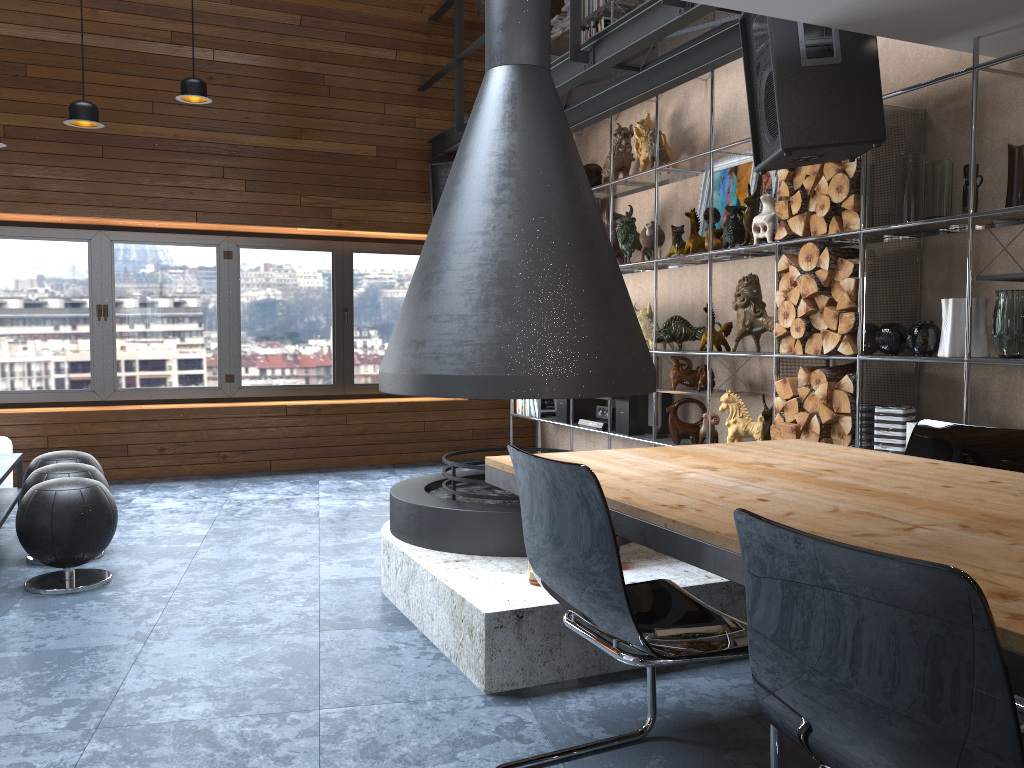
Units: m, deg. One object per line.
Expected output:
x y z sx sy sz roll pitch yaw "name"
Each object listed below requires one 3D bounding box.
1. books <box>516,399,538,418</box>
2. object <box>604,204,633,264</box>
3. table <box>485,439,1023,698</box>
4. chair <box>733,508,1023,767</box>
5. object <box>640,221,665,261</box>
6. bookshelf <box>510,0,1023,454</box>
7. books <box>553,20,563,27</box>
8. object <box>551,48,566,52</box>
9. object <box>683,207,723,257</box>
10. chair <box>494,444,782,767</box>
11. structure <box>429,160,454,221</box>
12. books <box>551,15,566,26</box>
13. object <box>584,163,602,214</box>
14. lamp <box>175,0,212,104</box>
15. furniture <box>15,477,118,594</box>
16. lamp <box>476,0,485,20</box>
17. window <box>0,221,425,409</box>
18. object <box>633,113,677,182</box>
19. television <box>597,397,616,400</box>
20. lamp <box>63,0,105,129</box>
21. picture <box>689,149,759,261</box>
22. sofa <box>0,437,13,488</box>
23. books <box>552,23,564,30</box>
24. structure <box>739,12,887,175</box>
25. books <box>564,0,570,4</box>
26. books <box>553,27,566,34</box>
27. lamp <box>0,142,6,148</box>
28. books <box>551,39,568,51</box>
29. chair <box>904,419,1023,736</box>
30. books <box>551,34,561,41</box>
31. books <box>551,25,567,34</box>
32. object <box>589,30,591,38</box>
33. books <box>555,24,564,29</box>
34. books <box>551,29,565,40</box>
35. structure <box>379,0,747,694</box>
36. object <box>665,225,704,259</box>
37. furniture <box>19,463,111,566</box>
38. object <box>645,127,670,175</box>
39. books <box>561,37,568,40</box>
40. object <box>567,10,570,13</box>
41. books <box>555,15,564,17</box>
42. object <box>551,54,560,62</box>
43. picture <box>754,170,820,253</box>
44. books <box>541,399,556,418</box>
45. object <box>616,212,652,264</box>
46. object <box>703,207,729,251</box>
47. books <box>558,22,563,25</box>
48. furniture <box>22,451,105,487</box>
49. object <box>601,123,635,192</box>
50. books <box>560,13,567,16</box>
0.186 0.162 7.478 0.139 0.208 0.461 -1 3 -24 "books"
0.673 -1.037 6.323 0.219 0.440 0.462 -1 3 -24 "object"
1.667 0.610 0.151 1.185 0.927 5.999 -1 3 -24 "table"
0.630 0.602 1.273 0.599 0.825 0.527 -1 3 -24 "chair"
0.906 -0.920 5.732 0.164 0.266 0.237 0 3 -7 "object"
2.324 -2.173 2.707 0.421 6.219 10.739 -1 3 -24 "bookshelf"
0.448 -2.798 6.920 0.206 0.013 0.161 -2 3 -29 "books"
0.293 -2.692 7.212 0.262 0.025 0.176 -1 3 -24 "object"
1.160 -0.908 5.333 0.290 0.290 0.097 -1 3 -25 "object"
0.282 0.560 2.065 0.599 0.825 0.527 -1 3 -24 "chair"
-0.360 -1.471 7.309 0.461 0.735 0.488 2 3 26 "structure"
0.437 -2.816 6.914 0.268 0.025 0.176 -1 3 -24 "books"
0.552 -1.264 6.779 0.305 0.840 0.237 -1 3 -21 "object"
-1.931 -2.509 5.348 0.210 1.565 0.210 1 3 14 "lamp"
-1.944 0.642 3.884 0.401 0.462 0.402 0 3 -9 "furniture"
-0.036 -2.513 6.669 0.475 1.002 0.475 0 3 0 "lamp"
-3.239 -0.538 7.013 5.936 1.522 0.101 -1 3 -24 "window"
0.958 -1.598 5.931 0.215 0.458 0.328 -1 3 -19 "object"
0.483 -0.237 6.352 0.115 0.638 1.075 -1 3 -23 "television"
-2.418 -2.423 4.966 0.210 1.911 0.210 1 3 14 "lamp"
1.295 -1.080 5.398 0.136 0.625 0.544 -1 3 -24 "picture"
-3.722 0.514 4.133 2.205 0.693 4.035 -1 3 -24 "sofa"
0.442 -2.776 6.926 0.206 0.012 0.161 -2 4 -34 "books"
1.238 -1.278 3.672 0.506 0.744 0.460 0 3 2 "structure"
0.521 -2.873 6.645 0.208 0.017 0.167 -1 3 -24 "books"
0.449 -2.727 6.908 0.234 0.016 0.182 -1 3 -19 "books"
-3.031 -2.383 5.055 0.210 2.002 0.210 1 3 14 "lamp"
0.427 -2.647 6.933 0.234 0.016 0.182 -1 3 -24 "books"
1.158 0.536 2.539 0.599 0.825 0.527 -1 3 -24 "chair"
0.439 -2.681 6.924 0.222 0.021 0.174 -1 3 -24 "books"
0.449 -2.743 6.906 0.234 0.016 0.182 -2 4 -34 "books"
0.608 -2.449 6.383 0.111 0.174 0.011 -1 3 -24 "object"
0.451 -2.761 6.922 0.213 0.017 0.167 -2 3 -29 "books"
0.436 -2.705 6.920 0.240 0.028 0.180 -2 4 -34 "books"
0.125 -1.960 3.546 1.197 5.700 1.689 -1 3 -24 "structure"
1.100 -0.877 5.495 0.272 0.207 0.137 -1 3 -20 "object"
-2.179 0.618 4.336 0.402 0.462 0.401 0 3 -4 "furniture"
0.937 -1.489 5.643 0.208 0.280 0.131 -3 4 -42 "object"
0.439 -2.662 6.920 0.234 0.016 0.182 -2 3 -29 "books"
0.547 -2.795 6.643 0.217 0.013 0.161 -1 3 -24 "object"
0.430 -2.836 6.921 0.231 0.012 0.159 -1 3 -19 "books"
0.279 -2.659 7.214 0.201 0.012 0.161 -1 3 -24 "object"
1.548 -1.173 4.885 0.090 0.863 0.530 -1 3 -24 "picture"
0.284 0.183 7.294 0.138 0.185 0.081 -1 3 -24 "books"
0.823 -0.975 5.948 0.255 0.356 0.167 0 3 -5 "object"
1.208 -0.893 5.170 0.227 0.270 0.123 -1 3 -24 "object"
0.450 -2.788 6.932 0.208 0.013 0.161 -1 3 -19 "books"
-2.422 0.593 4.802 0.402 0.462 0.401 1 3 16 "furniture"
0.742 -1.612 6.327 0.207 0.442 0.328 -2 3 -31 "object"
0.446 -2.849 6.923 0.206 0.012 0.161 -1 3 -24 "books"
